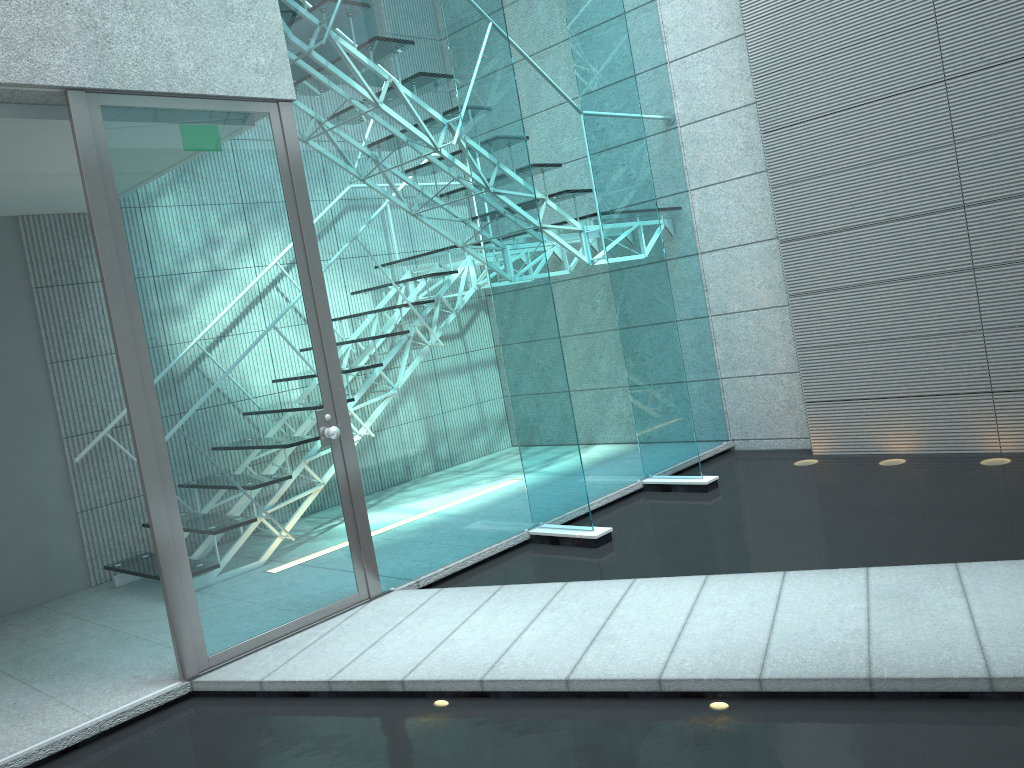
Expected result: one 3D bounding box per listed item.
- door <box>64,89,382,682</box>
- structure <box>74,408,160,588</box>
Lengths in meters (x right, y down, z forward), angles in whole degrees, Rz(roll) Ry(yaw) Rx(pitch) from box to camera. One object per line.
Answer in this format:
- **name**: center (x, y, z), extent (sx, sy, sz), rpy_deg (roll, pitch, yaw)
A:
- **door**: center (-1.003, -0.066, 3.297), extent (0.076, 2.061, 0.868), rpy_deg (-7, 4, 45)
- **structure**: center (-0.924, -2.228, 5.054), extent (1.906, 5.998, 3.308), rpy_deg (-7, 4, 45)
